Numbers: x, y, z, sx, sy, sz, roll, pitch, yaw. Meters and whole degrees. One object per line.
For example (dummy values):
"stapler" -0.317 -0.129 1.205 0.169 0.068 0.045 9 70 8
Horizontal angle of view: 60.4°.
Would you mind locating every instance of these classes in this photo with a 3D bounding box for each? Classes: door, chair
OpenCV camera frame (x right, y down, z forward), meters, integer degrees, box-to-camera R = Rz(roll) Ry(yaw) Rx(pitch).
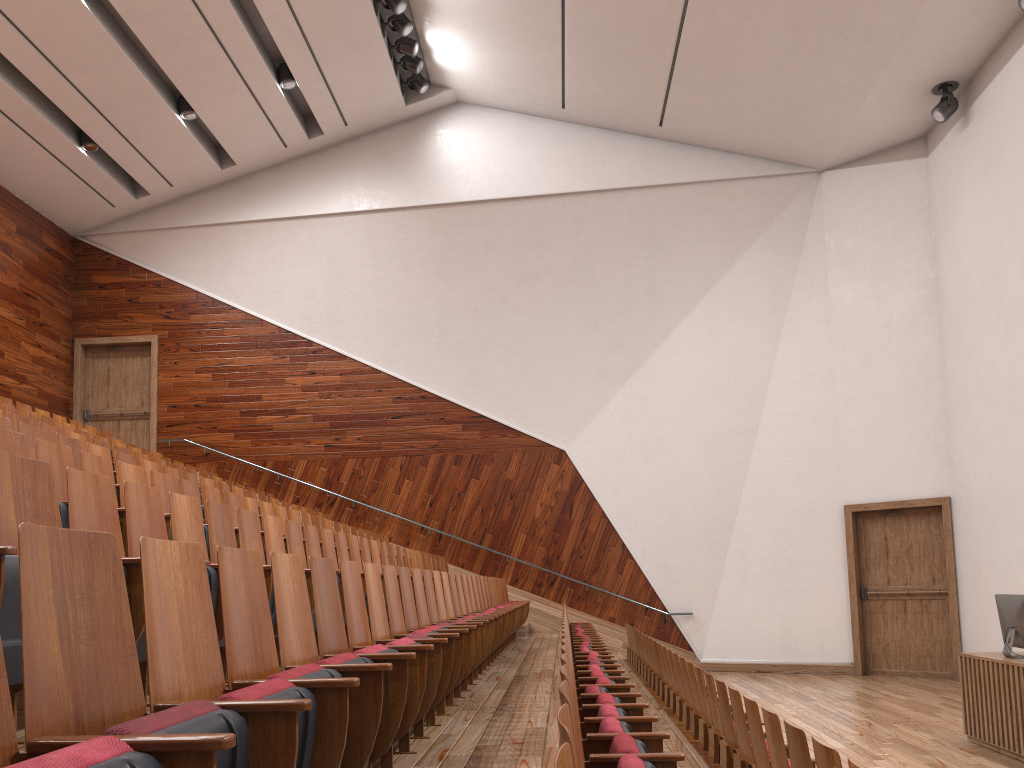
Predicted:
"door" -0.643 0.043 1.436 0.140 0.236 0.025 -2 -6 3
"door" 0.532 0.278 1.194 0.141 0.236 0.024 -8 -9 42
"chair" -0.232 0.105 0.652 0.770 0.366 1.208 -2 -12 3

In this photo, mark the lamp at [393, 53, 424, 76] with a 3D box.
"lamp" -0.151 -0.468 1.286 0.045 0.030 0.031 -2 -9 3

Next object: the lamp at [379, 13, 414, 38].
"lamp" -0.156 -0.489 1.195 0.045 0.031 0.031 -2 -9 3

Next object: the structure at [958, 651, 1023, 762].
"structure" 0.404 0.238 0.645 0.078 0.069 0.159 -2 -12 3

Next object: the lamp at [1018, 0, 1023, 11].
"lamp" 0.520 -0.391 0.873 0.033 0.043 0.030 -4 -8 14

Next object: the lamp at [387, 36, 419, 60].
"lamp" -0.153 -0.477 1.246 0.044 0.030 0.031 -2 -9 3

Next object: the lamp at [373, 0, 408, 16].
"lamp" -0.159 -0.500 1.149 0.045 0.031 0.031 -2 -9 3

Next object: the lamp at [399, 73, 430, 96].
"lamp" -0.147 -0.457 1.338 0.045 0.031 0.031 -2 -9 3

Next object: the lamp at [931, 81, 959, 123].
"lamp" 0.533 -0.343 1.081 0.033 0.043 0.030 -4 -8 14

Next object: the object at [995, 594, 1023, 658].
"object" 0.399 0.183 0.665 0.041 0.047 0.091 -2 -11 3
